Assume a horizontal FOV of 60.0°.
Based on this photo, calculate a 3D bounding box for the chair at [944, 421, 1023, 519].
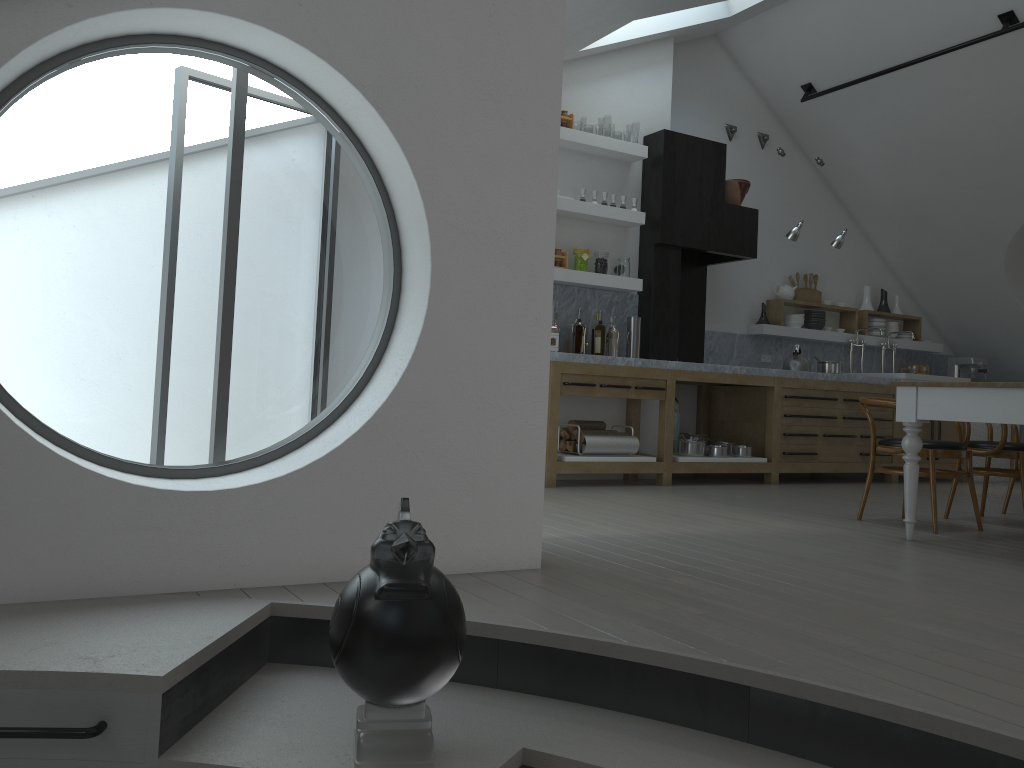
[{"bbox_3d":[2.986,0.484,5.464,0.527,0.736,0.621,4,-2,-33],"label":"chair"}]

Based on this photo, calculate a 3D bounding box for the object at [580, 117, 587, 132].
[{"bbox_3d":[0.561,-2.021,6.999,0.048,0.169,0.048,4,-3,-22],"label":"object"}]

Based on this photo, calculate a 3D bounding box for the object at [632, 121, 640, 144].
[{"bbox_3d":[0.992,-2.008,7.120,0.063,0.187,0.063,1,-3,28],"label":"object"}]

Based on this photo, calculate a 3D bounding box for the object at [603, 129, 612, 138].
[{"bbox_3d":[0.754,-1.979,7.068,0.082,0.105,0.081,2,-2,28],"label":"object"}]

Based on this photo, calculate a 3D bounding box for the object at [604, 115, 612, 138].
[{"bbox_3d":[0.752,-2.021,6.982,0.063,0.187,0.063,1,-3,28],"label":"object"}]

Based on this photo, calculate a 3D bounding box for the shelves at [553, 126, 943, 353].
[{"bbox_3d":[2.383,-1.154,8.346,5.544,1.363,0.480,3,-2,-36],"label":"shelves"}]

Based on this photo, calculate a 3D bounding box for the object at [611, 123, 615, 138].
[{"bbox_3d":[0.801,-2.008,7.137,0.048,0.169,0.048,4,-3,-22],"label":"object"}]

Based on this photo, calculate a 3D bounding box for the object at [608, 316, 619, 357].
[{"bbox_3d":[0.790,-0.359,6.882,0.085,0.331,0.085,4,-3,-21],"label":"object"}]

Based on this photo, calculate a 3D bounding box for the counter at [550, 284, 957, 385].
[{"bbox_3d":[2.897,-0.325,8.371,6.569,0.620,0.961,3,-1,-30],"label":"counter"}]

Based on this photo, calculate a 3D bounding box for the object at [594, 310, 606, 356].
[{"bbox_3d":[0.667,-0.377,6.709,0.092,0.359,0.092,2,-3,14],"label":"object"}]

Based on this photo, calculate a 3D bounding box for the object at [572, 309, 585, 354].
[{"bbox_3d":[0.497,-0.383,6.608,0.092,0.359,0.093,2,-2,4],"label":"object"}]

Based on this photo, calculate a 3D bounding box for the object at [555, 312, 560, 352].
[{"bbox_3d":[0.322,-0.383,6.709,0.085,0.331,0.085,4,-3,-21],"label":"object"}]

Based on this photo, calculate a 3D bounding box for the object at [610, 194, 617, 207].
[{"bbox_3d":[0.806,-1.449,7.067,0.067,0.124,0.064,4,-3,-36],"label":"object"}]

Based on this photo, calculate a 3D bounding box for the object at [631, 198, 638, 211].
[{"bbox_3d":[0.987,-1.439,7.162,0.067,0.124,0.064,4,-3,-36],"label":"object"}]

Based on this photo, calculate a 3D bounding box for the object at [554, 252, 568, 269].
[{"bbox_3d":[0.296,-0.950,6.783,0.237,0.146,0.120,3,-2,-30],"label":"object"}]

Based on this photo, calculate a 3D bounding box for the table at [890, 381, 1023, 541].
[{"bbox_3d":[3.617,0.469,4.909,3.346,0.800,1.018,3,-2,-30],"label":"table"}]

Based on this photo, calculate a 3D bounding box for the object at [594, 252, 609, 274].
[{"bbox_3d":[0.703,-0.948,7.001,0.120,0.183,0.120,3,-2,-15],"label":"object"}]

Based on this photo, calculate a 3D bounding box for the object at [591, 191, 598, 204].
[{"bbox_3d":[0.649,-1.458,6.978,0.067,0.124,0.064,4,-3,-36],"label":"object"}]

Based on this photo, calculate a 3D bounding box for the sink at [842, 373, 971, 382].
[{"bbox_3d":[3.877,0.020,8.737,1.020,0.202,0.727,3,-1,-30],"label":"sink"}]

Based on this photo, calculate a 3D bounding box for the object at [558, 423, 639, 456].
[{"bbox_3d":[0.640,0.426,6.771,0.527,0.232,0.429,3,-1,-32],"label":"object"}]

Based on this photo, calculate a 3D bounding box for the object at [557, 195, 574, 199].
[{"bbox_3d":[0.330,-1.423,6.798,0.294,0.025,0.113,3,-1,-30],"label":"object"}]

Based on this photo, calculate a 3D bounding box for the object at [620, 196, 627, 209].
[{"bbox_3d":[0.891,-1.445,7.106,0.067,0.124,0.064,4,-3,-36],"label":"object"}]

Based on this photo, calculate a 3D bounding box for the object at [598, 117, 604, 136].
[{"bbox_3d":[0.705,-2.019,7.026,0.054,0.179,0.054,1,-3,36],"label":"object"}]

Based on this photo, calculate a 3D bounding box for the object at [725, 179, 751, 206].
[{"bbox_3d":[1.893,-1.636,7.743,0.348,0.237,0.366,3,-1,-12],"label":"object"}]

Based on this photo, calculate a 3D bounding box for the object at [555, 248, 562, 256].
[{"bbox_3d":[0.355,-1.009,6.819,0.058,0.075,0.058,3,-2,-7],"label":"object"}]

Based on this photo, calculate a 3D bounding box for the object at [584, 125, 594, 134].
[{"bbox_3d":[0.598,-1.978,6.944,0.077,0.085,0.077,3,-2,3],"label":"object"}]

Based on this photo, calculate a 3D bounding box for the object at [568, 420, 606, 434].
[{"bbox_3d":[0.570,0.329,6.745,0.291,0.102,0.104,3,-2,-32],"label":"object"}]

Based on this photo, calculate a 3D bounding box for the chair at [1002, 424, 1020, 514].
[{"bbox_3d":[3.586,0.517,5.879,0.527,0.736,0.621,4,-2,-27],"label":"chair"}]

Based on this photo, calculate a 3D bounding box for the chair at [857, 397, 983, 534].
[{"bbox_3d":[2.329,0.449,5.155,0.527,0.736,0.621,4,-2,-30],"label":"chair"}]

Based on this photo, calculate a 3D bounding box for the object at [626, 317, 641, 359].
[{"bbox_3d":[0.951,-0.359,7.018,0.164,0.340,0.114,4,-3,-27],"label":"object"}]

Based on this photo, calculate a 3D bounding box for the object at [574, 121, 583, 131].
[{"bbox_3d":[0.514,-1.992,6.930,0.082,0.105,0.081,2,-2,28],"label":"object"}]

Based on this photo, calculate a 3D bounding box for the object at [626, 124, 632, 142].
[{"bbox_3d":[0.945,-2.006,7.164,0.054,0.179,0.054,1,-3,36],"label":"object"}]

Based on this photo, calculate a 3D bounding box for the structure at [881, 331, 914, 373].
[{"bbox_3d":[3.994,-0.272,9.134,0.333,0.530,0.214,1,-3,41],"label":"structure"}]

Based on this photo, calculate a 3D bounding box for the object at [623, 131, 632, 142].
[{"bbox_3d":[0.921,-1.968,7.097,0.071,0.099,0.071,2,-2,24],"label":"object"}]

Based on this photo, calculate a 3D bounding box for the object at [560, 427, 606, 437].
[{"bbox_3d":[0.558,0.376,6.878,0.422,0.073,0.071,3,-2,-32],"label":"object"}]

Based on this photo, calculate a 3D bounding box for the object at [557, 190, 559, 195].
[{"bbox_3d":[0.332,-1.451,6.799,0.054,0.071,0.054,4,-2,-31],"label":"object"}]

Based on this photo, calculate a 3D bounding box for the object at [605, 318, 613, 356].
[{"bbox_3d":[0.783,-0.359,6.992,0.081,0.330,0.081,3,-2,-3],"label":"object"}]

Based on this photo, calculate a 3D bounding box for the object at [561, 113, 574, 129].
[{"bbox_3d":[0.346,-2.023,6.831,0.237,0.146,0.120,3,-2,-30],"label":"object"}]

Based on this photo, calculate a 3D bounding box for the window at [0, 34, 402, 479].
[{"bbox_3d":[-1.070,-0.422,2.983,1.469,1.472,0.104,4,-3,-30],"label":"window"}]

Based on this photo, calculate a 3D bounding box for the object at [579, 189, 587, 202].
[{"bbox_3d":[0.553,-1.463,6.923,0.067,0.124,0.064,4,-3,-36],"label":"object"}]

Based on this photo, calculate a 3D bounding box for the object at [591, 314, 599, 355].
[{"bbox_3d":[0.656,-0.371,6.828,0.092,0.339,0.092,3,-2,-12],"label":"object"}]

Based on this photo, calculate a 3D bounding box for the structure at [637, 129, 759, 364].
[{"bbox_3d":[1.484,-1.098,7.674,1.074,1.887,0.780,4,-3,-30],"label":"structure"}]

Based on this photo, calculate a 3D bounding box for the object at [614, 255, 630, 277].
[{"bbox_3d":[0.888,-0.935,7.110,0.103,0.178,0.207,3,-2,-8],"label":"object"}]

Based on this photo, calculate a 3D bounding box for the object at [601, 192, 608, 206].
[{"bbox_3d":[0.731,-1.454,7.008,0.067,0.124,0.064,4,-3,-36],"label":"object"}]

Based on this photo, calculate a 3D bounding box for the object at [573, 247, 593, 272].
[{"bbox_3d":[0.532,-0.964,6.900,0.163,0.199,0.128,4,-2,-35],"label":"object"}]

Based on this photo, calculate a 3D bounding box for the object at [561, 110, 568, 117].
[{"bbox_3d":[0.405,-2.083,6.867,0.058,0.075,0.058,3,-2,-7],"label":"object"}]

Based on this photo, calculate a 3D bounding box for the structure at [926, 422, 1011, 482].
[{"bbox_3d":[4.665,0.575,9.165,0.723,0.824,0.598,4,-2,-30],"label":"structure"}]

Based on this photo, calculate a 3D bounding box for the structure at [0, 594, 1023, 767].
[{"bbox_3d":[-0.649,0.950,0.190,4.710,0.694,4.703,2,-1,15],"label":"structure"}]

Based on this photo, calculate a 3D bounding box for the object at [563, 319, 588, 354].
[{"bbox_3d":[0.487,-0.356,6.808,0.184,0.286,0.183,3,-2,-6],"label":"object"}]

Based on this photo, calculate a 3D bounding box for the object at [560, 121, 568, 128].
[{"bbox_3d":[0.401,-1.996,6.863,0.058,0.075,0.058,3,-2,-7],"label":"object"}]

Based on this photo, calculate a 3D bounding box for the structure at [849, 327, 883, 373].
[{"bbox_3d":[3.571,-0.295,8.890,0.333,0.530,0.214,1,-3,41],"label":"structure"}]

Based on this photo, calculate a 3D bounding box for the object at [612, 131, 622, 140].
[{"bbox_3d":[0.839,-1.965,7.083,0.077,0.085,0.077,3,-2,3],"label":"object"}]

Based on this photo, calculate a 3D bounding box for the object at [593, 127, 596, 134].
[{"bbox_3d":[0.626,-1.980,7.032,0.094,0.093,0.093,3,-2,3],"label":"object"}]

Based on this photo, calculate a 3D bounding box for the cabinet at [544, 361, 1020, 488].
[{"bbox_3d":[2.806,0.491,8.279,6.422,1.023,1.003,3,-2,-30],"label":"cabinet"}]

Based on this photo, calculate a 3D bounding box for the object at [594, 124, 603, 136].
[{"bbox_3d":[0.680,-1.981,6.958,0.071,0.099,0.071,2,-2,24],"label":"object"}]

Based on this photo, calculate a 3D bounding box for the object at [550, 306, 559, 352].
[{"bbox_3d":[0.301,-0.401,6.593,0.088,0.360,0.085,3,-2,-8],"label":"object"}]

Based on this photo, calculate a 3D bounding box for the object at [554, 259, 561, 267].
[{"bbox_3d":[0.351,-0.923,6.816,0.058,0.075,0.058,3,-2,-7],"label":"object"}]

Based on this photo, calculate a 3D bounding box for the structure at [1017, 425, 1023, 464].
[{"bbox_3d":[5.325,0.515,9.542,0.632,0.637,0.631,4,-2,-30],"label":"structure"}]

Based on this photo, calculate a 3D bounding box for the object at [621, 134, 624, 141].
[{"bbox_3d":[0.867,-1.966,7.171,0.094,0.093,0.093,3,-2,3],"label":"object"}]
